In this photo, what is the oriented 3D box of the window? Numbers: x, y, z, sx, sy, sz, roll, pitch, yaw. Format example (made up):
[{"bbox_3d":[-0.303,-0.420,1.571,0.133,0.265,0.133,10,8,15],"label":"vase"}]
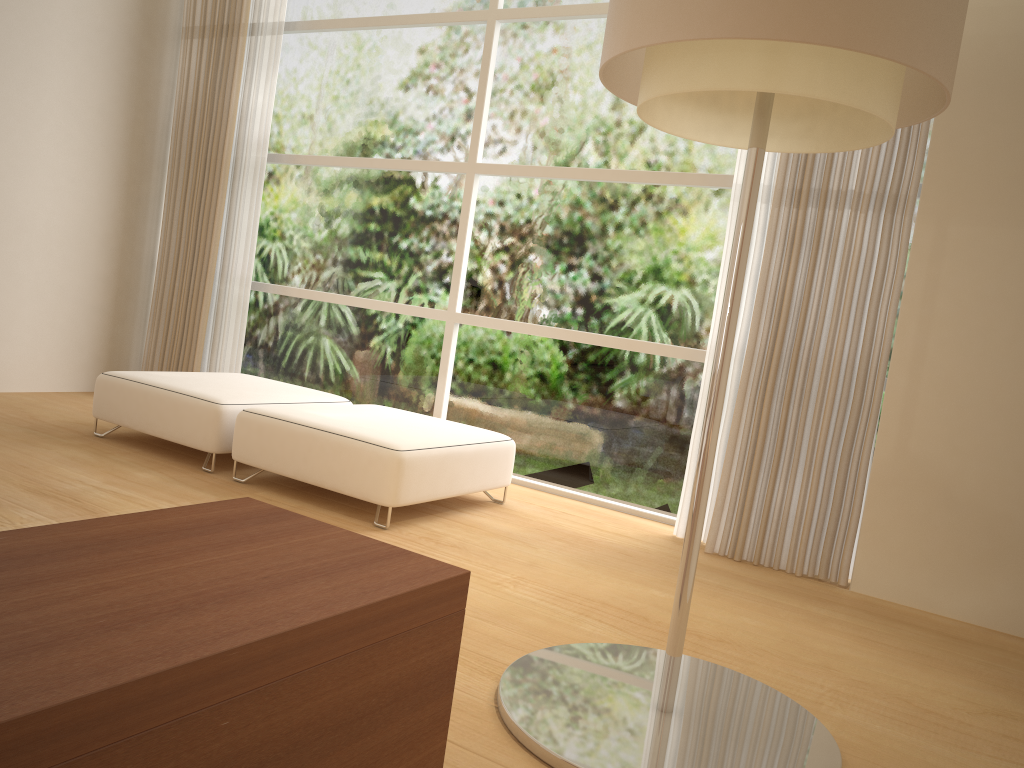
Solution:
[{"bbox_3d":[-0.214,-1.215,5.013,4.781,3.371,0.071,11,6,31],"label":"window"}]

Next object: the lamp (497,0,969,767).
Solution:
[{"bbox_3d":[0.511,-0.173,2.070,0.817,2.018,0.817,7,5,-16],"label":"lamp"}]

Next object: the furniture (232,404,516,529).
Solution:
[{"bbox_3d":[-0.620,0.335,4.124,0.965,0.346,0.964,11,6,31],"label":"furniture"}]

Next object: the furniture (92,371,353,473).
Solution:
[{"bbox_3d":[-1.494,0.163,4.653,0.965,0.346,0.964,11,6,31],"label":"furniture"}]

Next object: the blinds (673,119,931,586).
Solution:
[{"bbox_3d":[1.295,-0.879,3.739,0.814,3.351,0.202,11,6,30],"label":"blinds"}]

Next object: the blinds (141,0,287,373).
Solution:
[{"bbox_3d":[-1.955,-1.521,5.766,0.950,3.352,0.211,11,6,29],"label":"blinds"}]
